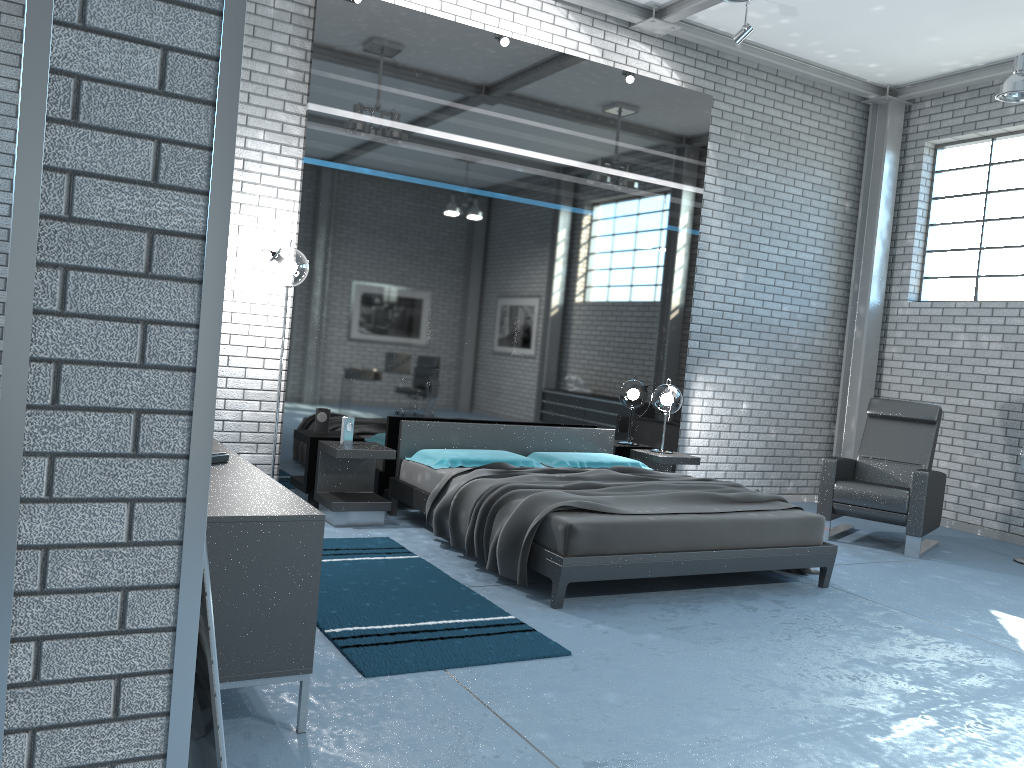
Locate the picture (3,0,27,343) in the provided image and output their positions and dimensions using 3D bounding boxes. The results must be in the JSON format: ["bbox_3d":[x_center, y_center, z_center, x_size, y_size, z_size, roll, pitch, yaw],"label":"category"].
[{"bbox_3d":[-1.788,-0.662,3.209,0.020,1.015,1.490,4,3,-29],"label":"picture"}]

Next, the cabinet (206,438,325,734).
[{"bbox_3d":[-1.366,0.632,3.565,0.510,0.682,2.250,4,3,-29],"label":"cabinet"}]

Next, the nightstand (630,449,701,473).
[{"bbox_3d":[1.212,0.808,7.151,0.400,0.501,0.400,4,3,-29],"label":"nightstand"}]

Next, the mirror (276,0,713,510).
[{"bbox_3d":[0.042,-0.788,6.724,3.400,3.500,0.050,4,3,-29],"label":"mirror"}]

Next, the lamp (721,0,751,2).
[{"bbox_3d":[1.013,-2.426,4.386,0.639,0.872,0.300,4,3,-29],"label":"lamp"}]

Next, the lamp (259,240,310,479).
[{"bbox_3d":[-1.453,-0.013,5.531,0.259,1.773,0.250,6,2,16],"label":"lamp"}]

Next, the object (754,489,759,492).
[{"bbox_3d":[1.926,0.995,7.109,0.236,0.271,0.352,6,3,25],"label":"object"}]

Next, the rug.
[{"bbox_3d":[-0.646,1.005,4.334,0.886,0.012,2.060,4,3,-29],"label":"rug"}]

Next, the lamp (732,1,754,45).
[{"bbox_3d":[1.730,-2.721,6.630,0.161,0.343,0.137,7,3,31],"label":"lamp"}]

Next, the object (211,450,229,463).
[{"bbox_3d":[-1.327,0.175,3.527,0.369,0.237,0.221,6,3,26],"label":"object"}]

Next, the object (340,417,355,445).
[{"bbox_3d":[-1.085,0.309,5.850,0.032,0.184,0.100,7,3,29],"label":"object"}]

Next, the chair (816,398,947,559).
[{"bbox_3d":[2.916,0.674,6.888,0.763,1.099,0.940,7,3,36],"label":"chair"}]

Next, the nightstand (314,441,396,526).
[{"bbox_3d":[-1.048,0.655,5.874,0.400,0.501,0.400,4,3,-29],"label":"nightstand"}]

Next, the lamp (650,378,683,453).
[{"bbox_3d":[1.251,0.252,7.205,0.259,0.596,0.250,4,3,-21],"label":"lamp"}]

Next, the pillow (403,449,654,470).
[{"bbox_3d":[0.150,0.553,6.388,1.810,0.115,0.567,4,3,-29],"label":"pillow"}]

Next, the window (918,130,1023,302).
[{"bbox_3d":[4.500,-1.417,7.461,0.100,1.500,2.200,4,3,-29],"label":"window"}]

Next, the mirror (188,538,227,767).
[{"bbox_3d":[-0.701,0.612,1.932,0.165,0.978,0.674,4,3,-29],"label":"mirror"}]

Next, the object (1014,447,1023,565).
[{"bbox_3d":[3.884,0.850,6.514,0.342,0.954,0.258,6,3,26],"label":"object"}]

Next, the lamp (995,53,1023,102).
[{"bbox_3d":[3.447,-2.262,5.761,0.639,0.872,0.300,4,3,-29],"label":"lamp"}]

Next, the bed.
[{"bbox_3d":[0.602,0.736,5.729,2.290,0.674,2.261,4,3,-29],"label":"bed"}]
